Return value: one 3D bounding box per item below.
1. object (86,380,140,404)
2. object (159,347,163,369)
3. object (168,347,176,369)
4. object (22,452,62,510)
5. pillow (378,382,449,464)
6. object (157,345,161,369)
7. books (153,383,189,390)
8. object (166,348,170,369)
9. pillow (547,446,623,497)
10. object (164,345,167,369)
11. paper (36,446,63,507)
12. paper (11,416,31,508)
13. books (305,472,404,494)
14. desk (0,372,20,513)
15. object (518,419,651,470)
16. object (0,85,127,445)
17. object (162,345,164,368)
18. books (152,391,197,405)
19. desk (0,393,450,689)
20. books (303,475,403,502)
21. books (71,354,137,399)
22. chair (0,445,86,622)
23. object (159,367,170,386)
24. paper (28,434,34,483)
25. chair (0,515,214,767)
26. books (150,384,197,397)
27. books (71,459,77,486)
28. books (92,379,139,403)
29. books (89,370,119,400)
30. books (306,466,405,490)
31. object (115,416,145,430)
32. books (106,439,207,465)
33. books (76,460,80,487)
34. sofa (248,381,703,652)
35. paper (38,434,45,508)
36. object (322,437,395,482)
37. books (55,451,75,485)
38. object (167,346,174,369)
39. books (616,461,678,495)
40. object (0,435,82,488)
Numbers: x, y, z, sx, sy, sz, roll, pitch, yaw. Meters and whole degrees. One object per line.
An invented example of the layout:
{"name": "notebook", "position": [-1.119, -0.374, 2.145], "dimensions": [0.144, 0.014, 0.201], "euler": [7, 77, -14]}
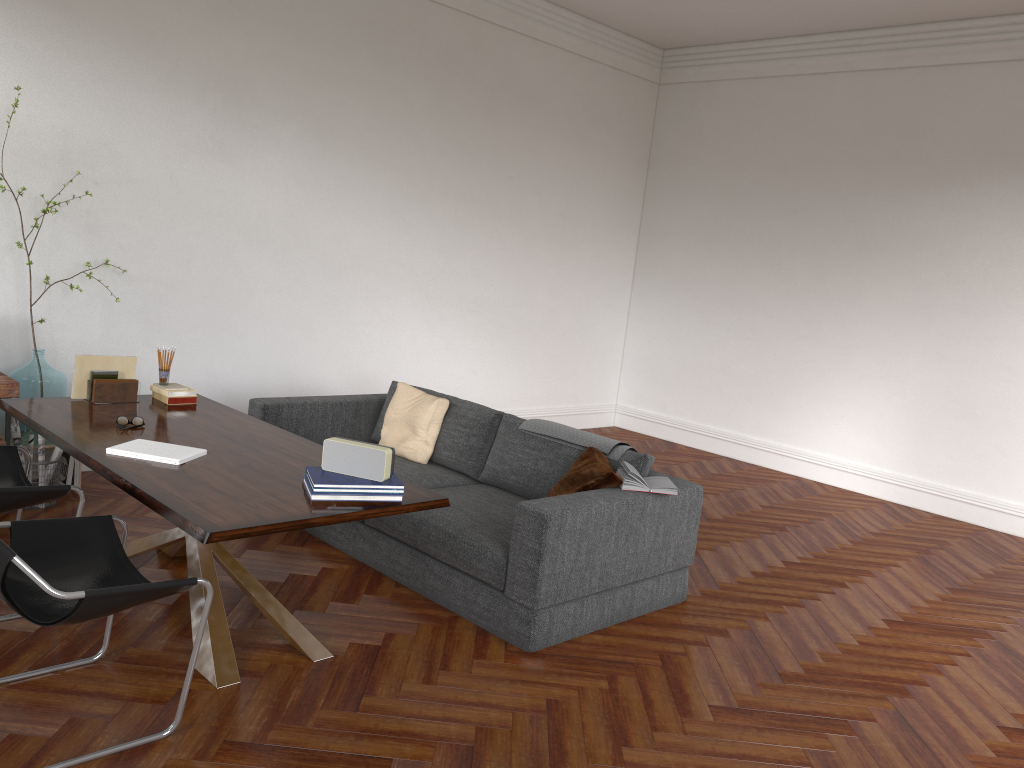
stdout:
{"name": "object", "position": [-2.064, 0.003, 4.579], "dimensions": [0.228, 0.167, 0.149], "euler": [-2, 12, -45]}
{"name": "object", "position": [-1.862, -0.101, 4.709], "dimensions": [0.008, 0.194, 0.049], "euler": [9, 10, 14]}
{"name": "object", "position": [-1.830, -0.104, 4.750], "dimensions": [0.049, 0.194, 0.008], "euler": [3, 10, -21]}
{"name": "object", "position": [-2.740, 0.568, 5.105], "dimensions": [0.260, 0.306, 0.260], "euler": [8, 9, 9]}
{"name": "pillow", "position": [-0.651, 0.248, 5.715], "dimensions": [0.225, 0.462, 0.484], "euler": [-3, 13, -45]}
{"name": "object", "position": [-1.881, -0.109, 4.729], "dimensions": [0.032, 0.196, 0.008], "euler": [6, 9, -2]}
{"name": "books", "position": [-1.832, 0.013, 4.760], "dimensions": [0.128, 0.008, 0.159], "euler": [-1, 11, -44]}
{"name": "object", "position": [-1.836, -0.099, 4.717], "dimensions": [0.008, 0.194, 0.049], "euler": [-2, 12, -41]}
{"name": "pillow", "position": [0.357, 0.555, 4.582], "dimensions": [0.330, 0.398, 0.468], "euler": [5, 9, -8]}
{"name": "object", "position": [-1.865, -0.110, 4.761], "dimensions": [0.008, 0.194, 0.044], "euler": [4, 10, -15]}
{"name": "paper", "position": [-2.640, 0.394, 5.155], "dimensions": [0.047, 0.612, 0.329], "euler": [11, 10, 24]}
{"name": "paper", "position": [-2.828, 0.384, 5.081], "dimensions": [0.293, 0.628, 0.047], "euler": [13, 12, 37]}
{"name": "books", "position": [-0.615, 0.381, 3.452], "dimensions": [0.344, 0.017, 0.249], "euler": [4, 9, -20]}
{"name": "desk", "position": [-3.569, 0.326, 4.454], "dimensions": [1.797, 0.760, 0.645], "euler": [-2, 12, -45]}
{"name": "object", "position": [0.423, 0.445, 5.103], "dimensions": [0.400, 0.389, 0.750], "euler": [-2, 12, -45]}
{"name": "object", "position": [-2.719, -0.687, 5.399], "dimensions": [0.353, 2.065, 0.806], "euler": [11, 10, 25]}
{"name": "object", "position": [-1.874, -0.111, 4.754], "dimensions": [0.008, 0.195, 0.038], "euler": [3, 10, -19]}
{"name": "books", "position": [-1.813, 0.069, 4.766], "dimensions": [0.159, 0.040, 0.215], "euler": [-1, 11, -43]}
{"name": "desk", "position": [-1.419, 0.631, 3.982], "dimensions": [1.029, 0.754, 2.220], "euler": [-2, 12, -45]}
{"name": "books", "position": [-0.621, 0.405, 3.442], "dimensions": [0.347, 0.027, 0.263], "euler": [4, 9, -20]}
{"name": "books", "position": [-2.102, -0.035, 4.576], "dimensions": [0.310, 0.240, 0.043], "euler": [-2, 13, -45]}
{"name": "chair", "position": [-2.337, 0.497, 3.770], "dimensions": [0.745, 0.875, 0.750], "euler": [-2, 12, -45]}
{"name": "object", "position": [-1.863, -0.039, 4.747], "dimensions": [0.058, 0.091, 0.058], "euler": [12, 10, 31]}
{"name": "paper", "position": [-2.807, 0.493, 5.160], "dimensions": [0.026, 0.389, 0.125], "euler": [3, 10, -23]}
{"name": "chair", "position": [-1.519, 0.707, 2.957], "dimensions": [0.745, 0.875, 0.750], "euler": [-2, 12, -45]}
{"name": "books", "position": [-1.818, 0.034, 4.763], "dimensions": [0.207, 0.029, 0.164], "euler": [14, 11, 42]}
{"name": "books", "position": [-2.732, 0.534, 5.492], "dimensions": [0.012, 0.233, 0.169], "euler": [-3, 13, -45]}
{"name": "books", "position": [-2.031, 0.036, 4.541], "dimensions": [0.221, 0.125, 0.028], "euler": [-2, 12, -45]}
{"name": "books", "position": [-2.090, 0.006, 4.539], "dimensions": [0.128, 0.158, 0.040], "euler": [-2, 13, -45]}
{"name": "books", "position": [-0.613, 0.365, 3.450], "dimensions": [0.344, 0.017, 0.249], "euler": [4, 9, -20]}
{"name": "object", "position": [-1.764, 0.175, 4.052], "dimensions": [0.114, 0.047, 0.132], "euler": [8, 8, 8]}
{"name": "books", "position": [-1.465, 0.279, 3.667], "dimensions": [0.325, 0.026, 0.230], "euler": [8, 8, 9]}
{"name": "books", "position": [-2.723, 0.534, 5.502], "dimensions": [0.012, 0.233, 0.169], "euler": [-3, 13, -45]}
{"name": "sofa", "position": [-0.366, 0.582, 5.214], "dimensions": [1.261, 0.831, 2.637], "euler": [-2, 12, -45]}
{"name": "paper", "position": [-2.670, 0.484, 5.033], "dimensions": [0.033, 0.480, 0.073], "euler": [5, 9, -8]}
{"name": "object", "position": [-0.600, 0.292, 3.470], "dimensions": [0.275, 0.126, 0.081], "euler": [9, 9, 18]}
{"name": "books", "position": [-2.758, 0.521, 5.474], "dimensions": [0.054, 0.258, 0.187], "euler": [-3, 13, -44]}
{"name": "object", "position": [-1.840, -0.108, 4.759], "dimensions": [0.036, 0.196, 0.008], "euler": [1, 11, -33]}
{"name": "books", "position": [0.678, 0.471, 4.470], "dimensions": [0.278, 0.096, 0.224], "euler": [6, 8, -4]}
{"name": "object", "position": [-2.921, 0.495, 5.420], "dimensions": [0.435, 0.317, 0.340], "euler": [-2, 12, -45]}
